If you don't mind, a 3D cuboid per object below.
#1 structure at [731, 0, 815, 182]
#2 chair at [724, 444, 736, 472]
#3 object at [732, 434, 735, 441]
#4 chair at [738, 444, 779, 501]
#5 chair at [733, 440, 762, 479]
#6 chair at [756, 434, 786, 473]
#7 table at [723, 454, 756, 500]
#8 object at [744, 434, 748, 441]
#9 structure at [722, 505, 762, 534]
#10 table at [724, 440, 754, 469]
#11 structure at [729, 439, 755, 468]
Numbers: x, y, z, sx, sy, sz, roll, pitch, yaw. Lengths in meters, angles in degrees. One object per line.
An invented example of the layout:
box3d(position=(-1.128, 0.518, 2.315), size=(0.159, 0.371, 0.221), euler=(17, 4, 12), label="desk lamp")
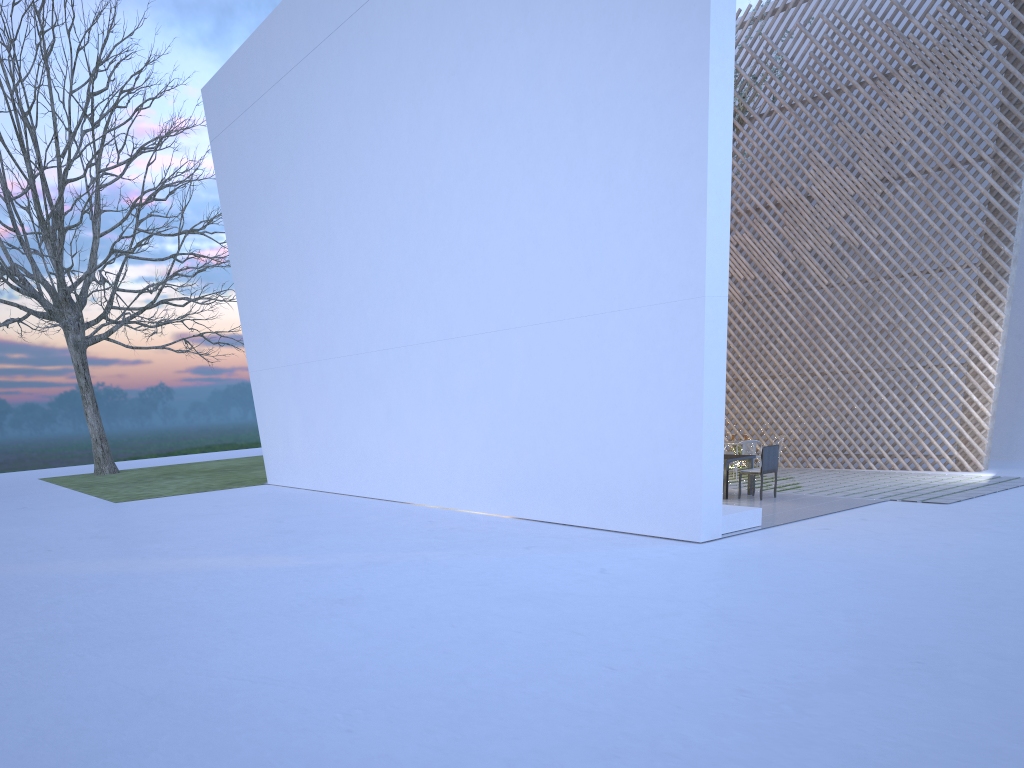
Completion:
box3d(position=(1.971, -2.211, 8.572), size=(2.290, 2.957, 0.691), euler=(7, 20, 43), label="structure")
box3d(position=(2.162, 0.739, 8.577), size=(0.251, 0.412, 0.235), euler=(-13, 17, -34), label="chair")
box3d(position=(2.239, 0.541, 8.325), size=(0.032, 0.083, 0.028), euler=(-1, 17, 9), label="object")
box3d(position=(1.997, 0.717, 6.678), size=(0.183, 0.475, 0.226), euler=(-15, 19, -34), label="chair")
box3d(position=(2.295, 0.727, 7.985), size=(0.263, 0.413, 0.224), euler=(-1, 15, 10), label="chair")
box3d(position=(2.613, 0.706, 8.286), size=(0.249, 0.412, 0.236), euler=(-3, 14, 5), label="chair")
box3d(position=(1.793, 0.781, 6.947), size=(0.345, 0.360, 0.337), euler=(-11, 12, -34), label="table")
box3d(position=(2.318, 0.534, 8.156), size=(0.032, 0.083, 0.028), euler=(-1, 17, 9), label="object")
box3d(position=(0.822, -0.703, 6.561), size=(1.648, 3.597, 3.515), euler=(-15, 15, -36), label="structure")
box3d(position=(2.291, 0.750, 8.306), size=(0.349, 0.362, 0.319), euler=(-1, 11, 17), label="table")
box3d(position=(2.474, 0.761, 8.995), size=(0.310, 0.351, 0.277), euler=(5, 15, 39), label="structure")
